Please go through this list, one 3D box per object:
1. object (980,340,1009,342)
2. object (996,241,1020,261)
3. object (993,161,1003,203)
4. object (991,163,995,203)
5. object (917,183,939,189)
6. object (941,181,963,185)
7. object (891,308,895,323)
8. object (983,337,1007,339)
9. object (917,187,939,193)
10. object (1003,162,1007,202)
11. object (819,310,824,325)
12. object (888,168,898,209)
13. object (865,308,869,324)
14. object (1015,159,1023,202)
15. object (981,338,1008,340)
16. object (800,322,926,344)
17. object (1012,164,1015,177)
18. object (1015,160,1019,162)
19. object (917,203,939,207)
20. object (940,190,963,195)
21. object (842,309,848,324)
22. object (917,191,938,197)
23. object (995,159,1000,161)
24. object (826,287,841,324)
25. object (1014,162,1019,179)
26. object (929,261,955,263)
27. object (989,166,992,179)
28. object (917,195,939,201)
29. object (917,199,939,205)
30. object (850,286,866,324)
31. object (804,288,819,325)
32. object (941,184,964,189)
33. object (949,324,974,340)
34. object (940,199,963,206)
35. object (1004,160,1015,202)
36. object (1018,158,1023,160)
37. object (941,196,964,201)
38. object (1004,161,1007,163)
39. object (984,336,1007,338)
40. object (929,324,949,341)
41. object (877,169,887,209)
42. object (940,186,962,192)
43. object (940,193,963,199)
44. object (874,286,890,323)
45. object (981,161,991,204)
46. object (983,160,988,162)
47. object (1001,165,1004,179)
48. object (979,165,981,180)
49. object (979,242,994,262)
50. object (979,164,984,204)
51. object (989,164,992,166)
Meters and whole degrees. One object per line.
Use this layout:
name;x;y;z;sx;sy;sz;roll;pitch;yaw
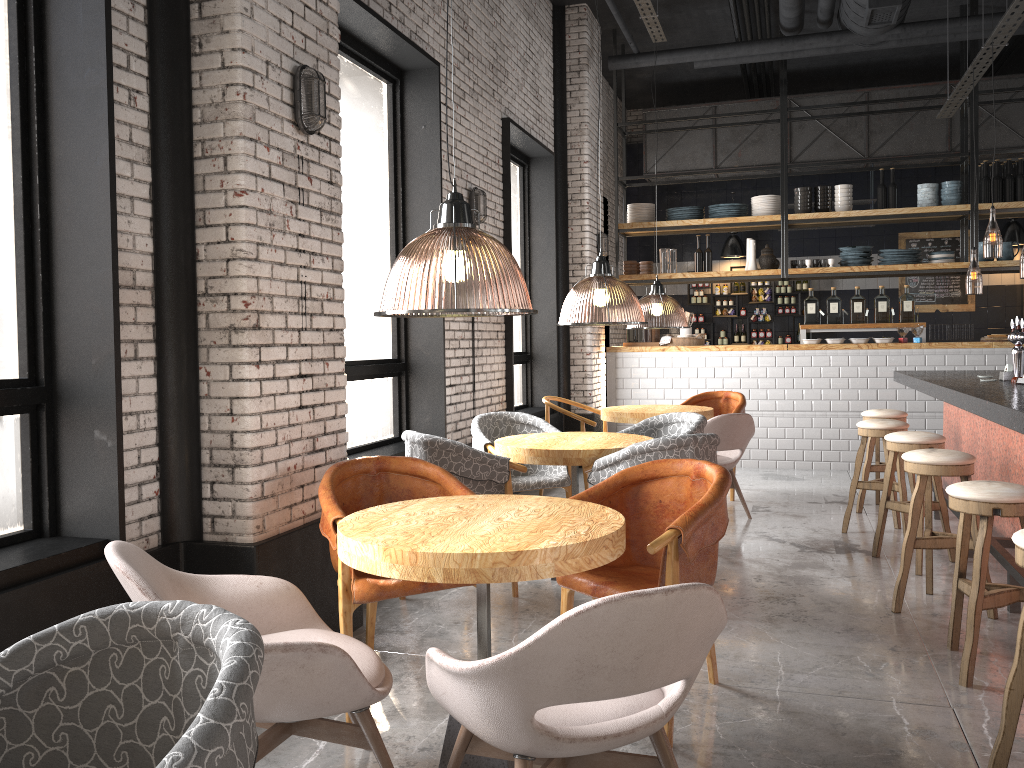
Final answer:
object;5.017;-0.442;9.051;0.458;0.019;0.407;-3;3;-31
object;5.244;-1.403;9.407;0.166;0.230;0.198;-1;2;-12
object;5.099;-2.112;9.317;0.098;0.458;0.098;0;2;40
object;5.140;-2.119;9.447;0.098;0.458;0.098;0;2;40
object;4.517;-2.134;9.625;0.210;0.074;0.210;0;3;22
object;4.731;-2.125;9.538;0.219;0.091;0.218;1;3;35
object;4.045;-0.728;9.423;0.024;0.163;0.062;-1;2;8
object;4.978;-0.473;9.104;0.214;0.013;0.521;0;3;13
object;4.515;-2.091;9.626;0.210;0.076;0.210;-1;3;-8
object;5.247;-2.119;9.413;0.098;0.458;0.098;-1;2;-5
object;3.362;-0.727;9.637;0.032;0.163;0.080;-1;2;-11
object;4.160;-2.121;9.689;0.098;0.471;0.098;0;2;40
object;3.816;-0.729;9.518;0.031;0.163;0.046;1;2;42
object;5.309;-2.112;9.252;0.098;0.458;0.098;-1;2;-5
object;4.987;-0.461;9.108;0.276;0.019;0.514;0;3;22
object;3.780;-0.375;9.603;1.250;0.551;0.315;0;2;17
object;5.390;-2.126;9.510;0.098;0.458;0.098;-1;2;-5
object;5.346;-2.345;9.375;0.046;0.031;0.046;0;2;10
object;4.520;-1.918;9.633;0.210;0.065;0.210;1;3;35
object;4.727;-2.029;9.541;0.219;0.092;0.218;-3;3;-37
object;3.594;-0.728;9.582;0.077;0.163;0.039;-2;2;-28
object;4.513;-2.048;9.630;0.210;0.078;0.210;1;3;40
object;5.096;-2.338;9.311;0.046;0.031;0.046;-1;2;-5
object;3.506;-0.851;9.664;0.154;0.404;0.154;0;2;17
object;5.349;-2.119;9.381;0.098;0.458;0.098;-1;2;-5
object;4.653;-1.307;9.611;0.263;0.026;0.263;-3;3;-37
object;5.180;-2.125;9.576;0.098;0.458;0.098;0;2;40
object;4.520;-2.005;9.633;0.210;0.074;0.210;-1;3;-8
object;4.518;-1.961;9.632;0.210;0.069;0.210;-2;3;-17
object;3.741;-0.852;9.600;0.154;0.404;0.154;0;2;17
object;3.287;-0.852;9.741;0.154;0.404;0.154;0;2;17
object;4.736;-2.093;9.535;0.218;0.096;0.219;-1;3;1
object;4.688;-0.540;9.249;0.181;0.168;0.170;-1;2;-3
object;4.731;-1.931;9.540;0.219;0.085;0.219;-2;3;-14
object;5.206;-2.112;9.284;0.098;0.458;0.098;-1;2;-5
object;5.306;-2.338;9.246;0.046;0.031;0.046;0;2;10
object;4.736;-1.965;9.538;0.218;0.093;0.219;-1;3;1
object;5.243;-2.345;9.407;0.046;0.031;0.046;-1;2;-5
object;4.987;-0.487;9.103;0.230;0.016;0.557;0;3;23
object;4.443;-0.535;9.230;0.181;0.168;0.170;0;2;27
object;4.057;-2.121;9.721;0.098;0.471;0.098;0;2;40
object;4.727;-2.061;9.540;0.219;0.092;0.218;-2;3;-32
object;4.726;-1.996;9.538;0.218;0.092;0.219;-1;3;7
object;3.972;-0.852;9.523;0.154;0.404;0.154;0;2;17
object;4.997;-2.112;9.350;0.098;0.458;0.098;0;2;40
object;4.993;-2.338;9.343;0.046;0.031;0.046;-1;2;-5
object;5.287;-2.126;9.542;0.098;0.458;0.098;-1;2;-5
object;5.077;-2.132;9.607;0.098;0.471;0.098;0;2;40
object;5.078;-1.403;9.472;0.198;0.230;0.166;0;2;24
object;5.037;-2.119;9.479;0.098;0.458;0.098;0;2;40
object;5.177;-2.351;9.569;0.046;0.031;0.046;-1;2;-5
